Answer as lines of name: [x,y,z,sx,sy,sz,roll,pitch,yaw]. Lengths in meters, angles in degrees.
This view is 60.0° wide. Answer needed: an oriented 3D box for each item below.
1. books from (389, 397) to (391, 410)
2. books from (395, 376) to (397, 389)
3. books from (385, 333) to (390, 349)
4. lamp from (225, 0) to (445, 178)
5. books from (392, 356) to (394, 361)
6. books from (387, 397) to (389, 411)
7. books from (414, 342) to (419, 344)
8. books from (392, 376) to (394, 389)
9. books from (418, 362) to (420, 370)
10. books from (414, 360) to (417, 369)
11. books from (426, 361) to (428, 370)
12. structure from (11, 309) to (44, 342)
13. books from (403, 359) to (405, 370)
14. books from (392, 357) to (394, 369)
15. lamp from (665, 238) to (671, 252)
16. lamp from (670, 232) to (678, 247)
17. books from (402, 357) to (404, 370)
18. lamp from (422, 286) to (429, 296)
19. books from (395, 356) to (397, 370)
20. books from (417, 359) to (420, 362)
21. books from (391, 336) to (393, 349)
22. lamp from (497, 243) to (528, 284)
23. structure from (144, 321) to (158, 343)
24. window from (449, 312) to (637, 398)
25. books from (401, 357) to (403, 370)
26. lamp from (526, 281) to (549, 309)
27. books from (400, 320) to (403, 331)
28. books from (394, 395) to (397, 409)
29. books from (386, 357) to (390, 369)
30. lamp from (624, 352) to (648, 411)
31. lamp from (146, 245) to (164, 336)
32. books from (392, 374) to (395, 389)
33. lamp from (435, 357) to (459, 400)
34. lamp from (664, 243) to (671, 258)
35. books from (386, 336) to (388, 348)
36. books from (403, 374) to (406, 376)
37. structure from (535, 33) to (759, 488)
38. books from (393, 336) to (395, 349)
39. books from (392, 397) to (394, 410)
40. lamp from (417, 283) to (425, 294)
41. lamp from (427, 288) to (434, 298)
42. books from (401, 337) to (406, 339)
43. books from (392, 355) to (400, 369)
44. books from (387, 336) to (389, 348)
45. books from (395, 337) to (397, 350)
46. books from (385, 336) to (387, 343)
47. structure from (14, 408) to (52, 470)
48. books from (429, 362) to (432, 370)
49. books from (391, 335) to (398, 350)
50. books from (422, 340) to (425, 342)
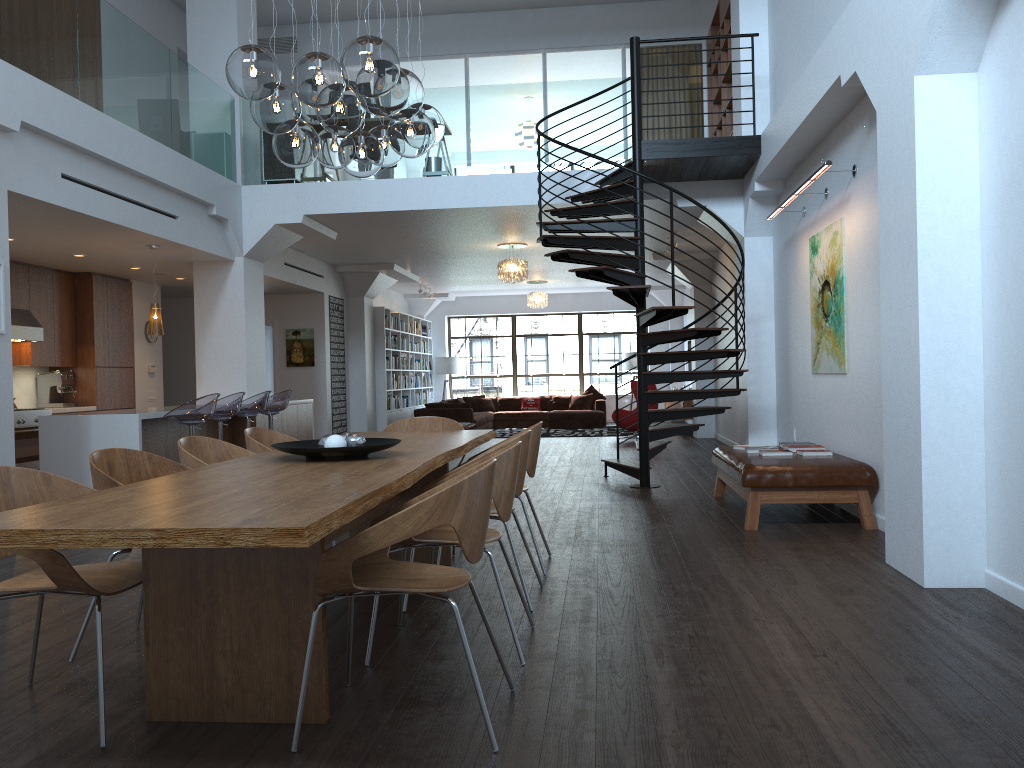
books: [-2.329,0.358,16.360,0.180,0.251,0.048,-1,0,6]
books: [-2.280,-0.023,16.896,0.171,0.246,0.057,-1,0,6]
books: [-2.337,-0.789,16.344,0.176,0.290,0.053,-1,0,6]
lamp: [-0.834,-2.143,4.370,0.849,2.140,1.787,-1,0,5]
books: [-2.309,-0.393,16.678,0.170,0.245,0.057,-1,0,6]
books: [-2.339,0.367,16.165,0.174,0.240,0.054,-1,0,6]
books: [-2.079,-0.789,19.096,0.140,0.231,0.042,-1,0,6]
books: [-2.304,-0.021,16.688,0.171,0.246,0.057,-1,0,6]
books: [-2.049,-0.378,19.064,0.120,0.167,0.020,-1,0,6]
books: [-2.090,-0.395,18.783,0.140,0.206,0.042,-1,0,6]
books: [-1.984,-0.407,19.887,0.161,0.207,0.135,-1,0,5]
structure: [-5.550,-0.262,9.574,0.529,1.110,0.811,-1,0,6]
books: [-2.211,-0.383,17.614,0.161,0.207,0.135,-1,0,5]
books: [-2.311,-0.389,16.626,0.174,0.239,0.045,-1,0,6]
lamp: [2.238,-1.952,12.508,0.120,0.211,0.111,-2,1,-35]
lamp: [2.186,-1.946,11.992,0.120,0.211,0.111,-2,1,-20]
books: [-2.234,-0.405,17.494,0.183,0.253,0.042,-1,0,6]
lamp: [-1.768,-1.903,18.115,0.120,0.211,0.111,-2,1,-35]
books: [-2.285,-0.398,16.874,0.182,0.253,0.034,-1,0,6]
books: [-2.052,-0.412,19.150,0.140,0.231,0.042,-1,0,6]
books: [-2.331,-0.773,16.617,0.183,0.253,0.042,-1,0,6]
lamp: [0.010,-1.729,12.778,0.442,0.539,0.441,-2,1,-42]
structure: [-4.938,-0.715,12.145,0.040,0.300,0.300,-1,0,6]
window: [0.835,-0.671,20.834,4.648,1.905,0.114,-1,0,6]
books: [-2.235,-0.398,17.381,0.174,0.240,0.054,-1,0,6]
lamp: [0.511,-1.784,17.814,0.442,0.539,0.441,-2,1,-42]
books: [-2.236,-1.144,17.592,0.140,0.231,0.042,-1,0,6]
books: [-2.281,0.350,16.869,0.180,0.259,0.042,-1,0,6]
books: [-2.330,-0.382,16.354,0.140,0.231,0.042,-1,0,6]
lamp: [2.799,0.076,19.929,0.545,1.579,0.545,-1,1,17]
lamp: [-2.646,-1.423,9.858,2.842,1.807,0.149,-2,1,-45]
books: [-2.299,-0.043,16.771,0.176,0.290,0.053,-1,0,6]
lamp: [-1.481,0.174,20.460,0.545,1.579,0.545,-1,0,-5]
lamp: [2.288,-1.957,13.011,0.111,0.211,0.120,-1,1,40]
books: [-2.357,-0.759,16.185,0.172,0.235,0.112,-1,0,6]
books: [-2.203,-0.053,17.681,0.176,0.290,0.036,-1,0,5]
structure: [1.244,-1.178,8.620,1.998,4.352,1.998,-2,1,-34]
books: [-2.312,-0.775,16.856,0.183,0.253,0.042,-1,0,6]
books: [-2.306,0.366,16.606,0.176,0.231,0.053,-1,0,6]
lamp: [-1.818,-1.897,17.612,0.111,0.211,0.120,-1,1,40]
lamp: [-1.716,-1.908,18.631,0.120,0.211,0.111,-2,1,-20]
books: [-2.209,-0.805,17.797,0.176,0.290,0.053,-1,0,6]
books: [-2.267,-0.419,17.110,0.176,0.294,0.102,-1,0,6]
books: [-2.352,-0.764,16.268,0.174,0.242,0.105,-1,0,6]
books: [-2.290,-0.770,16.966,0.174,0.240,0.054,-1,0,6]
books: [-2.362,-0.757,16.154,0.152,0.232,0.104,-1,0,6]
structure: [-5.460,0.740,9.576,0.662,0.919,0.811,-1,0,6]
books: [-1.943,-0.416,20.303,0.182,0.215,0.188,-1,0,6]
books: [-2.298,-0.793,17.082,0.198,0.284,0.049,-1,0,6]
books: [-2.021,-0.825,19.685,0.176,0.290,0.036,-1,0,5]
